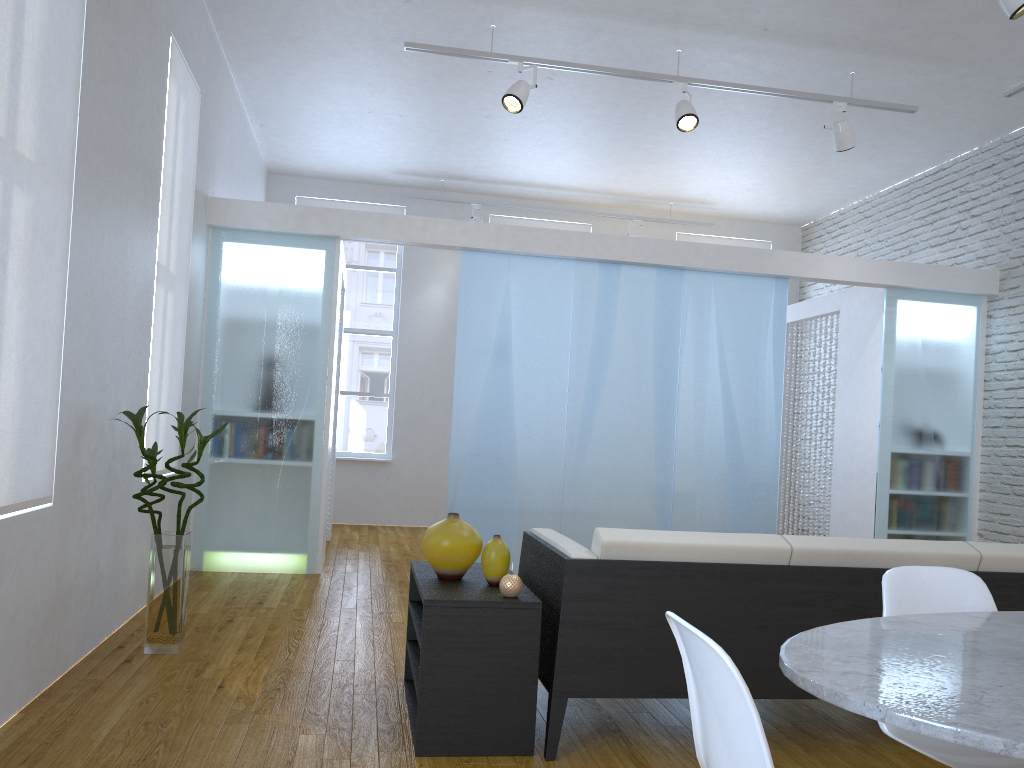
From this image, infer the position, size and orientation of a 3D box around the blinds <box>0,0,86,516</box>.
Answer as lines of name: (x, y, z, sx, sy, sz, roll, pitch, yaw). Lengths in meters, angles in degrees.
blinds: (-1.403, -0.677, 2.581, 0.007, 2.109, 0.762, 3, -2, -9)

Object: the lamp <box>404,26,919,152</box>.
lamp: (0.936, -1.705, 5.157, 3.118, 0.486, 0.205, 4, -2, -12)

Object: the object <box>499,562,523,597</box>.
object: (-0.002, 0.590, 2.682, 0.071, 0.104, 0.071, 3, -2, 18)

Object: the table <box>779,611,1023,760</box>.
table: (1.339, 0.788, 1.416, 1.910, 0.622, 1.071, 4, -3, -10)

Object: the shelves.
shelves: (-0.155, 0.874, 2.944, 0.349, 0.451, 0.730, 3, -3, -9)

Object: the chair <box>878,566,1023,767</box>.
chair: (0.961, 0.576, 1.786, 0.406, 0.351, 0.419, 4, -2, -10)

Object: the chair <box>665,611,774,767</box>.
chair: (0.433, 0.518, 1.262, 0.419, 0.351, 0.406, 3, -2, -7)

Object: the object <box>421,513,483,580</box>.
object: (-0.201, 0.538, 2.952, 0.207, 0.215, 0.207, 2, -3, 32)

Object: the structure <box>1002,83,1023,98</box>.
structure: (3.404, -1.815, 3.608, 0.053, 0.182, 3.908, 3, -3, -9)

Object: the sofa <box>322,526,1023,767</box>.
sofa: (1.008, 0.884, 3.845, 5.338, 0.678, 9.732, 4, -3, -9)

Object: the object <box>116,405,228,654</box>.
object: (-1.416, 0.574, 3.525, 0.380, 0.979, 0.483, 4, -2, -37)

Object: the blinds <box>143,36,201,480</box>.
blinds: (-1.732, -0.589, 4.538, 0.007, 2.110, 0.762, 3, -2, -9)

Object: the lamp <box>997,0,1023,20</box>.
lamp: (1.182, -1.783, 3.482, 3.119, 0.486, 0.223, 4, -2, -9)

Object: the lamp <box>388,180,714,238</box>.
lamp: (0.400, -1.562, 8.345, 3.119, 0.486, 0.197, 4, -2, -11)

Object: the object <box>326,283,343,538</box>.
object: (-1.354, 0.215, 6.625, 0.051, 2.014, 0.923, 3, -2, -10)

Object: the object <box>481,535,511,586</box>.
object: (-0.053, 0.569, 2.870, 0.095, 0.160, 0.096, 2, -2, 32)

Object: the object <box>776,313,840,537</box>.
object: (2.419, 0.457, 7.255, 0.051, 2.014, 0.923, 3, -2, -10)
